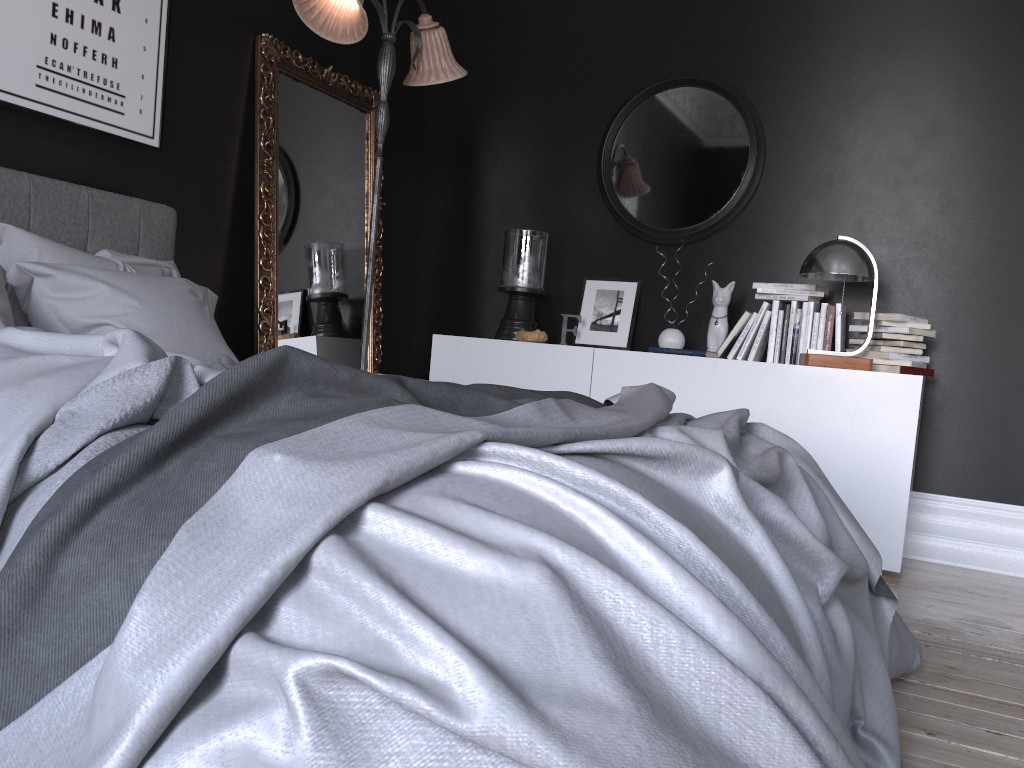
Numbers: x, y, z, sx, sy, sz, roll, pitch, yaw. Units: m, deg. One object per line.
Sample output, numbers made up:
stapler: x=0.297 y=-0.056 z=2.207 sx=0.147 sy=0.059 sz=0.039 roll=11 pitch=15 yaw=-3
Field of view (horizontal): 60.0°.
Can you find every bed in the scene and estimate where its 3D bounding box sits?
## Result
bed: x=-0.541 y=0.064 z=2.135 sx=3.282 sy=1.300 sz=2.764 roll=6 pitch=3 yaw=14

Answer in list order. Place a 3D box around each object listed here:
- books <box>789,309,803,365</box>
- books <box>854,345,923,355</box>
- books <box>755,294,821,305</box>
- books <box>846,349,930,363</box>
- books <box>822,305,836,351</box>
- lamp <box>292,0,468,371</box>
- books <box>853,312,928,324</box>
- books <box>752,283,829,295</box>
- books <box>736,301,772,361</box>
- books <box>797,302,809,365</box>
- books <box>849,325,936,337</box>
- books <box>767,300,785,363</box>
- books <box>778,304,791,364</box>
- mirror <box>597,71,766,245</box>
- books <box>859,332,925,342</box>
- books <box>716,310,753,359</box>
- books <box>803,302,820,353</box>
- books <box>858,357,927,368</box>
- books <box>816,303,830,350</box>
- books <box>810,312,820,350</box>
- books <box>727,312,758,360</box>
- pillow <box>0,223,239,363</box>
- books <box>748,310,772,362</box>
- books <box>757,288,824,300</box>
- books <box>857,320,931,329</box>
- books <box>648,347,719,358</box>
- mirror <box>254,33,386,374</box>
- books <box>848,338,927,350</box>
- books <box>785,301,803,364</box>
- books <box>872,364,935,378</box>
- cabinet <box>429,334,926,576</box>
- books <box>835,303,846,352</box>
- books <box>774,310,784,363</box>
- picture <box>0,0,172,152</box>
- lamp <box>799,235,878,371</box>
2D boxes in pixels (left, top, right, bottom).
books: x=1.383 y=-0.221 z=4.285 sx=0.029 sy=0.270 sz=0.204 roll=7 pitch=3 yaw=26
books: x=1.753 y=-0.158 z=4.142 sx=0.203 sy=0.029 sz=0.268 roll=5 pitch=2 yaw=-4
books: x=1.351 y=-0.416 z=4.342 sx=0.258 sy=0.026 sz=0.195 roll=7 pitch=3 yaw=36
books: x=1.750 y=-0.129 z=4.133 sx=0.318 sy=0.031 sz=0.229 roll=3 pitch=3 yaw=-34
books: x=1.532 y=-0.221 z=4.258 sx=0.038 sy=0.296 sz=0.235 roll=7 pitch=3 yaw=26
lamp: x=-0.627 y=-0.584 z=3.961 sx=0.987 sy=2.414 sz=0.771 roll=3 pitch=4 yaw=-31
books: x=1.759 y=-0.301 z=4.118 sx=0.306 sy=0.030 sz=0.220 roll=3 pitch=3 yaw=-44
books: x=1.371 y=-0.468 z=4.360 sx=0.306 sy=0.030 sz=0.220 roll=7 pitch=3 yaw=36
books: x=1.216 y=-0.256 z=4.409 sx=0.126 sy=0.296 sz=0.220 roll=7 pitch=3 yaw=26
books: x=1.437 y=-0.238 z=4.332 sx=0.030 sy=0.307 sz=0.221 roll=7 pitch=4 yaw=26
books: x=1.772 y=-0.247 z=4.134 sx=0.221 sy=0.030 sz=0.306 roll=3 pitch=3 yaw=-34
books: x=1.311 y=-0.251 z=4.393 sx=0.030 sy=0.307 sz=0.221 roll=7 pitch=4 yaw=26
books: x=1.343 y=-0.238 z=4.321 sx=0.030 sy=0.290 sz=0.193 roll=7 pitch=4 yaw=26
mirror: x=0.893 y=-1.217 z=4.784 sx=0.923 sy=0.925 sz=0.061 roll=6 pitch=4 yaw=26
books: x=1.763 y=-0.217 z=4.133 sx=0.193 sy=0.030 sz=0.289 roll=5 pitch=2 yaw=0
books: x=1.121 y=-0.240 z=4.424 sx=0.158 sy=0.246 sz=0.203 roll=7 pitch=3 yaw=26
books: x=1.449 y=-0.236 z=4.296 sx=0.024 sy=0.307 sz=0.220 roll=7 pitch=4 yaw=26
books: x=1.768 y=-0.097 z=4.116 sx=0.228 sy=0.025 sz=0.319 roll=7 pitch=3 yaw=36
books: x=1.512 y=-0.230 z=4.296 sx=0.030 sy=0.307 sz=0.221 roll=7 pitch=4 yaw=26
books: x=1.473 y=-0.209 z=4.286 sx=0.026 sy=0.259 sz=0.195 roll=7 pitch=3 yaw=26
books: x=1.171 y=-0.235 z=4.433 sx=0.132 sy=0.245 sz=0.195 roll=7 pitch=3 yaw=26
pillow: x=-1.494 y=-0.229 z=2.660 sx=0.679 sy=0.760 sz=1.830 roll=6 pitch=3 yaw=26
books: x=1.244 y=-0.233 z=4.398 sx=0.091 sy=0.256 sz=0.195 roll=7 pitch=3 yaw=26
books: x=1.358 y=-0.440 z=4.337 sx=0.307 sy=0.024 sz=0.220 roll=6 pitch=2 yaw=16
books: x=1.781 y=-0.274 z=4.152 sx=0.220 sy=0.024 sz=0.307 roll=5 pitch=2 yaw=1
books: x=0.827 y=-0.151 z=4.265 sx=0.289 sy=0.030 sz=0.193 roll=7 pitch=3 yaw=32
mirror: x=-0.949 y=-0.520 z=4.534 sx=0.254 sy=2.194 sz=0.991 roll=7 pitch=4 yaw=26
books: x=1.754 y=-0.188 z=4.149 sx=0.193 sy=0.030 sz=0.289 roll=4 pitch=3 yaw=-33
books: x=1.378 y=-0.243 z=4.330 sx=0.024 sy=0.307 sz=0.220 roll=7 pitch=4 yaw=26
books: x=1.767 y=-0.066 z=4.107 sx=0.295 sy=0.038 sz=0.234 roll=3 pitch=3 yaw=-37
cabinet: x=0.734 y=0.289 z=4.511 sx=2.394 sy=0.883 sz=0.570 roll=6 pitch=3 yaw=26
books: x=1.570 y=-0.222 z=4.237 sx=0.050 sy=0.308 sz=0.220 roll=7 pitch=4 yaw=26
books: x=1.327 y=-0.225 z=4.357 sx=0.026 sy=0.259 sz=0.195 roll=7 pitch=3 yaw=26
picture: x=-1.559 y=-1.485 z=3.237 sx=0.014 sy=1.080 sz=0.791 roll=7 pitch=3 yaw=26
lamp: x=1.448 y=-0.365 z=3.963 sx=0.340 sy=0.591 sz=0.328 roll=5 pitch=3 yaw=6
